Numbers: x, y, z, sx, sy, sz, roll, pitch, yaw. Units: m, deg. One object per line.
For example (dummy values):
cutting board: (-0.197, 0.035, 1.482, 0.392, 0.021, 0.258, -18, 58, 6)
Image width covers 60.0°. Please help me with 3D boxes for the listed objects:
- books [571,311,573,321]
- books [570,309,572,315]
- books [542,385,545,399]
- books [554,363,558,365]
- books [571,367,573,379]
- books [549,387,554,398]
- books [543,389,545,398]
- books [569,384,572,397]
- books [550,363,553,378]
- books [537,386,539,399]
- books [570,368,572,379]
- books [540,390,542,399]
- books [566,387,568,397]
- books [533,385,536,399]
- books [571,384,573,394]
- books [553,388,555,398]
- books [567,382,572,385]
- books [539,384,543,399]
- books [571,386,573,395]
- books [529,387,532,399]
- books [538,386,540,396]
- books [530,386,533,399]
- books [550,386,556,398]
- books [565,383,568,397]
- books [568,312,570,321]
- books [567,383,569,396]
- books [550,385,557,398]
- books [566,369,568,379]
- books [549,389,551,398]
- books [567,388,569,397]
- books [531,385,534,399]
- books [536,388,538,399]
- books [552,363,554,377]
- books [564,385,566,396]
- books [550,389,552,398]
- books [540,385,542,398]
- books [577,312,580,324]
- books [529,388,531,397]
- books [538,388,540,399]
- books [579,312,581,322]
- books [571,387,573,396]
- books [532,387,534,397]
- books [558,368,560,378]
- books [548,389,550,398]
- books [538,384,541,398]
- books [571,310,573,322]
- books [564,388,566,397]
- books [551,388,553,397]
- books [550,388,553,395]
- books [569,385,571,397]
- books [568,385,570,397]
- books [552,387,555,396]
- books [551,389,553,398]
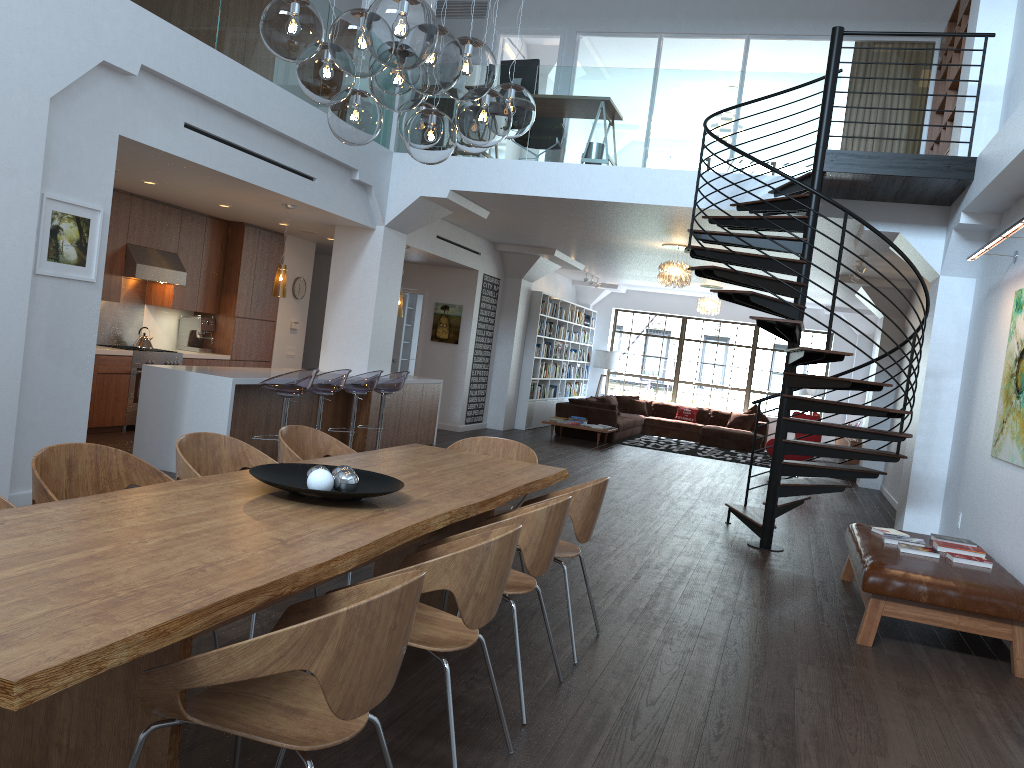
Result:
books: (1.113, -1.343, 17.597, 0.161, 0.223, 0.032, 8, 2, 17)
books: (1.097, -1.358, 17.570, 0.160, 0.251, 0.031, 8, 2, 17)
books: (0.501, 0.130, 16.333, 0.183, 0.253, 0.042, 8, 2, 17)
books: (0.773, -0.265, 17.016, 0.176, 0.290, 0.036, 8, 2, 17)
books: (1.163, -0.242, 18.247, 0.174, 0.242, 0.105, 8, 2, 17)
books: (0.732, 0.160, 17.056, 0.139, 0.191, 0.036, 8, 2, 17)
books: (0.526, 0.139, 16.419, 0.174, 0.236, 0.142, 8, 2, 17)
books: (1.134, 0.128, 18.306, 0.183, 0.253, 0.034, 8, 2, 17)
books: (0.652, -0.262, 16.653, 0.198, 0.284, 0.066, 8, 2, 17)
books: (0.389, 0.141, 16.000, 0.176, 0.231, 0.053, 8, 2, 17)
books: (1.135, -0.267, 18.164, 0.176, 0.293, 0.125, 8, 2, 17)
books: (0.460, 0.131, 16.213, 0.160, 0.251, 0.039, 8, 2, 17)
books: (1.043, 0.130, 18.017, 0.160, 0.250, 0.026, 8, 2, 17)
books: (0.318, 0.131, 15.764, 0.180, 0.251, 0.048, 8, 2, 17)
books: (1.152, 0.124, 18.387, 0.180, 0.259, 0.060, 8, 2, 17)
books: (0.754, 0.155, 17.111, 0.146, 0.202, 0.027, 8, 2, 17)
books: (1.138, 0.108, 18.341, 0.176, 0.290, 0.036, 8, 2, 17)
books: (0.470, 0.126, 16.252, 0.180, 0.259, 0.042, 8, 2, 17)
books: (1.168, 0.129, 18.427, 0.160, 0.250, 0.026, 8, 2, 17)
books: (0.252, 0.147, 15.535, 0.161, 0.223, 0.032, 8, 2, 17)
books: (0.408, 0.146, 16.040, 0.161, 0.223, 0.033, 8, 2, 17)
books: (0.267, 0.139, 15.575, 0.174, 0.240, 0.054, 8, 2, 17)
books: (0.774, 0.155, 17.191, 0.146, 0.202, 0.027, 8, 2, 17)
books: (1.017, 0.111, 17.977, 0.198, 0.284, 0.066, 8, 2, 17)
books: (1.034, -1.358, 17.356, 0.183, 0.253, 0.042, 8, 2, 17)
books: (1.059, 0.109, 18.080, 0.176, 0.290, 0.053, 8, 2, 17)
books: (0.798, 0.139, 17.273, 0.140, 0.231, 0.042, 8, 2, 17)
books: (1.032, -0.247, 17.824, 0.182, 0.255, 0.077, 8, 2, 17)
books: (0.669, 0.170, 16.853, 0.109, 0.171, 0.018, 8, 2, 17)
books: (1.070, 0.127, 18.122, 0.183, 0.253, 0.034, 8, 2, 17)
books: (0.292, 0.131, 15.685, 0.183, 0.253, 0.042, 8, 2, 17)
books: (0.385, 0.146, 15.956, 0.161, 0.223, 0.032, 8, 2, 17)
books: (0.693, -0.264, 16.755, 0.176, 0.290, 0.053, 8, 2, 17)
books: (0.980, 0.134, 17.864, 0.174, 0.240, 0.045, 8, 2, 17)
books: (0.688, 0.174, 16.905, 0.120, 0.167, 0.020, 8, 2, 17)
books: (0.450, 0.134, 16.175, 0.171, 0.246, 0.039, 8, 2, 17)
books: (1.284, -1.356, 18.147, 0.171, 0.246, 0.057, 8, 2, 17)
books: (0.236, 0.132, 15.507, 0.160, 0.251, 0.031, 8, 2, 17)
books: (0.421, 0.155, 16.069, 0.161, 0.223, 0.030, 8, 2, 17)
books: (1.307, -1.360, 18.226, 0.183, 0.253, 0.034, 8, 2, 17)
books: (1.173, 0.142, 18.452, 0.161, 0.223, 0.027, 8, 2, 17)
books: (0.293, 0.148, 15.646, 0.161, 0.223, 0.032, 8, 2, 17)
books: (0.841, -0.231, 17.226, 0.161, 0.223, 0.026, 8, 2, 17)
books: (0.640, 0.167, 16.765, 0.128, 0.178, 0.022, 8, 2, 17)
books: (0.425, 0.128, 16.106, 0.183, 0.253, 0.042, 8, 2, 17)
books: (1.120, -1.357, 17.632, 0.160, 0.251, 0.039, 8, 2, 17)
books: (1.000, 0.143, 17.895, 0.161, 0.223, 0.026, 8, 2, 17)
books: (0.725, 0.167, 17.028, 0.128, 0.178, 0.021, 8, 2, 17)
books: (0.716, 0.170, 17.002, 0.126, 0.173, 0.032, 8, 2, 17)
books: (1.111, 0.133, 18.272, 0.174, 0.240, 0.045, 8, 2, 17)
books: (1.084, 0.128, 18.153, 0.183, 0.253, 0.034, 8, 2, 17)
books: (0.737, 0.154, 17.088, 0.146, 0.202, 0.027, 8, 2, 17)
books: (0.707, 0.172, 16.975, 0.122, 0.169, 0.023, 8, 2, 17)
